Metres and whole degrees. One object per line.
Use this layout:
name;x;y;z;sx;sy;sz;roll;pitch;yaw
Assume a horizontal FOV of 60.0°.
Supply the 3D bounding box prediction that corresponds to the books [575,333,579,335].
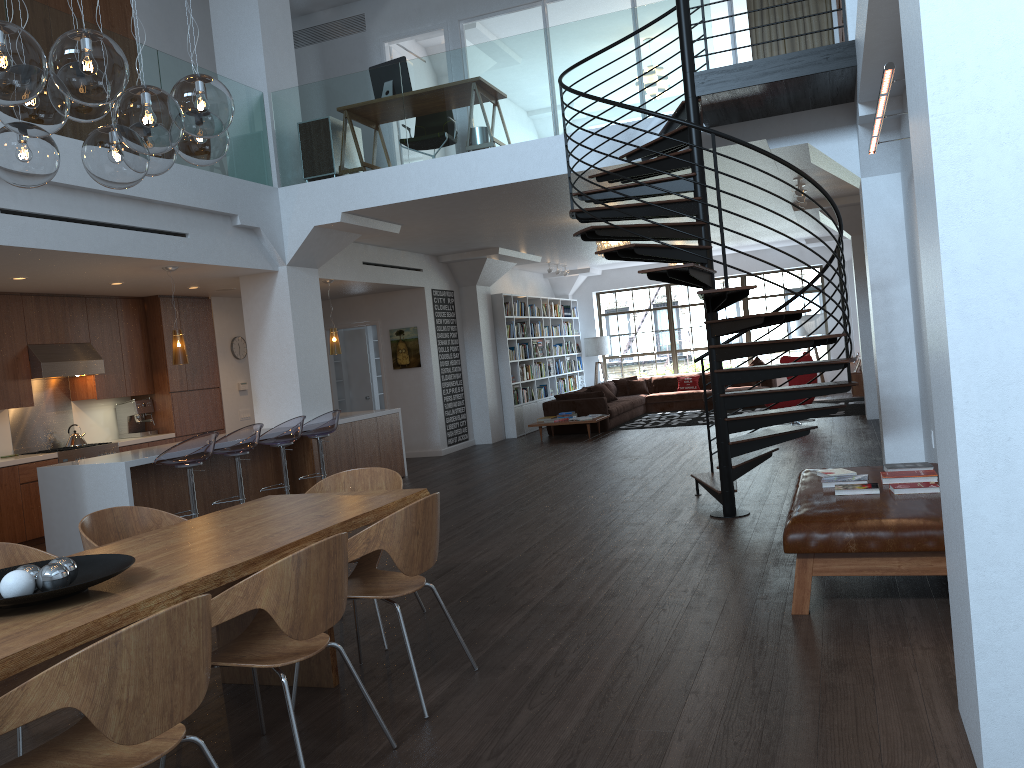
books;1.246;-1.041;18.747;0.197;0.035;0.284;-7;2;-40

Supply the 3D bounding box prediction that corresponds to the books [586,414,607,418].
books;1.327;0.503;14.076;0.350;0.035;0.256;-8;3;-44

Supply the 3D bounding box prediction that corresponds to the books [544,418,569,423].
books;0.692;0.571;13.956;0.340;0.035;0.236;-8;3;-45

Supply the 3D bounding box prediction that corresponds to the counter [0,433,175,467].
counter;-5.018;0.771;8.541;0.600;0.050;4.387;-5;2;20

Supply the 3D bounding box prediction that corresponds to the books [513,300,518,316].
books;0.020;-1.310;15.439;0.176;0.293;0.125;-5;2;20

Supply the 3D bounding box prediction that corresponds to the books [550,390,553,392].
books;0.640;0.137;16.957;0.254;0.032;0.174;-5;2;25

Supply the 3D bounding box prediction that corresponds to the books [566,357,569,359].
books;1.035;-0.519;18.001;0.224;0.030;0.161;-5;2;30

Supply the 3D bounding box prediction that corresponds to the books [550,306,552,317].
books;0.691;-1.395;17.230;0.144;0.207;0.048;-5;2;20

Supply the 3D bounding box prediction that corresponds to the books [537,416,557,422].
books;0.578;0.564;14.363;0.241;0.045;0.334;-5;2;22

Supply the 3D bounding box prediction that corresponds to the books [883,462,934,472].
books;2.366;0.504;5.297;0.254;0.044;0.183;-5;2;15

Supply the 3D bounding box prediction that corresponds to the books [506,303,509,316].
books;-0.125;-1.249;15.008;0.161;0.222;0.084;-5;2;20

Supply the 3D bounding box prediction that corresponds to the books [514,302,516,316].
books;-0.024;-1.281;15.307;0.170;0.251;0.118;-5;2;20

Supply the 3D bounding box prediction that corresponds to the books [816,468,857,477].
books;1.973;0.546;5.400;0.161;0.031;0.223;-6;2;-2

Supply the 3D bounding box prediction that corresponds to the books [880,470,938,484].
books;2.238;0.525;5.004;0.283;0.043;0.197;-5;2;20

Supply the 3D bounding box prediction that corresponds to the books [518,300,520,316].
books;0.038;-1.313;15.499;0.197;0.290;0.136;-5;2;20

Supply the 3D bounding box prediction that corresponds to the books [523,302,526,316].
books;0.151;-1.316;15.770;0.182;0.255;0.077;-5;2;20

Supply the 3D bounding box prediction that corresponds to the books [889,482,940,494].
books;2.128;0.550;4.693;0.224;0.036;0.161;-5;2;15

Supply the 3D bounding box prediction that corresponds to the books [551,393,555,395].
books;0.650;0.204;16.955;0.284;0.035;0.197;-5;2;20

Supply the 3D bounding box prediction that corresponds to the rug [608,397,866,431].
rug;3.965;0.495;15.047;4.200;0.007;3.100;-5;2;22

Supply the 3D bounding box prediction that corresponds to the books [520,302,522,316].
books;0.091;-1.302;15.591;0.182;0.253;0.098;-5;2;20

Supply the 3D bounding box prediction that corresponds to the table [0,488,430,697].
table;-1.505;1.065;2.904;1.012;0.750;3.803;-5;2;20

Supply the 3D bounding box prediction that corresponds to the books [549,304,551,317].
books;0.645;-1.407;17.143;0.189;0.247;0.057;-5;2;20

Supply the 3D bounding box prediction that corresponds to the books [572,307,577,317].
books;1.299;-1.522;18.892;0.140;0.231;0.042;-5;2;20

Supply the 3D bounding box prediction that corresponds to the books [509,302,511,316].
books;-0.107;-1.268;15.079;0.170;0.251;0.118;-5;2;20

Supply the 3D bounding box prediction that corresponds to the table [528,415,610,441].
table;0.919;0.701;14.013;1.100;0.271;0.853;-5;2;20

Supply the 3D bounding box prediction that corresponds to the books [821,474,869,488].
books;1.910;0.557;5.083;0.247;0.040;0.185;-5;2;23

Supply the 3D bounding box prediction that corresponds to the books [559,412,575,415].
books;0.889;0.471;14.308;0.224;0.027;0.157;-5;2;25

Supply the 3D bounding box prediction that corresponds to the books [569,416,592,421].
books;1.064;0.537;13.807;0.231;0.040;0.342;-7;2;-30

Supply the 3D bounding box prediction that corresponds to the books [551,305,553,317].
books;0.708;-1.419;17.318;0.171;0.246;0.057;-5;2;20

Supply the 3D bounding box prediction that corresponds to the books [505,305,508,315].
books;-0.168;-1.234;14.919;0.167;0.210;0.162;-5;2;20

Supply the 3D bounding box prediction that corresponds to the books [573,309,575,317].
books;1.253;-1.486;18.743;0.128;0.178;0.021;-5;2;20

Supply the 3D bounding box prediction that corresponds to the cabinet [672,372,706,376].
cabinet;4.083;0.070;18.187;1.520;0.625;0.350;-5;2;20

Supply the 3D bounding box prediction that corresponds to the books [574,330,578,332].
books;1.239;-1.108;18.739;0.174;0.032;0.254;-7;2;-35

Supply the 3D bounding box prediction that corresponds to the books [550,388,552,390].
books;0.641;0.109;16.953;0.204;0.025;0.144;-5;2;20

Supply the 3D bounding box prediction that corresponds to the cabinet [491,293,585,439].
cabinet;0.518;-0.431;16.902;0.461;2.414;4.500;-5;2;20

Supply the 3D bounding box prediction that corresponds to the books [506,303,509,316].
books;-0.139;-1.244;14.976;0.161;0.218;0.101;-5;2;20

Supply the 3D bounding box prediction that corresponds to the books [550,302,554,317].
books;0.732;-1.446;17.396;0.176;0.290;0.053;-5;2;20

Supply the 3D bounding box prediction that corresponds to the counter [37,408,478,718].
counter;-2.265;0.943;7.284;3.039;0.860;8.182;-6;2;-9

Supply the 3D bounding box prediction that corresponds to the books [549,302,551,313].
books;0.676;-1.437;17.183;0.140;0.298;0.044;-5;2;20

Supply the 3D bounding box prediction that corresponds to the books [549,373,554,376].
books;0.656;-0.168;16.959;0.246;0.038;0.171;-5;2;20

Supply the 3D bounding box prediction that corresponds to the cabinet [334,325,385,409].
cabinet;-2.686;-0.343;15.184;0.527;2.991;2.630;-5;2;20

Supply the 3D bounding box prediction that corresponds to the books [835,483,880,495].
books;1.873;0.571;4.815;0.224;0.032;0.161;-5;2;20

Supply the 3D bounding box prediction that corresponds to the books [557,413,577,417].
books;0.889;0.502;14.312;0.279;0.035;0.191;-5;2;30

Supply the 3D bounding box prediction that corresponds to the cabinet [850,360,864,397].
cabinet;5.928;-0.149;14.942;0.459;0.350;4.501;-5;2;20

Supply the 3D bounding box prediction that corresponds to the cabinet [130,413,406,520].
cabinet;-2.560;0.935;9.125;0.898;0.796;4.493;-5;2;20

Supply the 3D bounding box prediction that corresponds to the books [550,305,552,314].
books;0.690;-1.413;17.276;0.159;0.241;0.038;-5;2;20

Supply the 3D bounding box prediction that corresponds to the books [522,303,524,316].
books;0.118;-1.304;15.674;0.174;0.243;0.085;-5;2;20

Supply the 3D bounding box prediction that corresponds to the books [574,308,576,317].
books;1.274;-1.499;18.815;0.136;0.196;0.045;-5;2;20

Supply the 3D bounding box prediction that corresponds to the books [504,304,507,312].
books;-0.191;-1.232;14.831;0.182;0.215;0.188;-5;2;20

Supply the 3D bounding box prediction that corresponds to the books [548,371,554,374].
books;0.651;-0.206;16.961;0.251;0.037;0.160;-5;2;25

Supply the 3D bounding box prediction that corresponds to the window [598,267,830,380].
window;4.142;-1.222;18.657;4.648;1.905;0.114;-5;2;20

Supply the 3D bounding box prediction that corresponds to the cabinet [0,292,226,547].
cabinet;-4.903;0.328;8.956;0.598;2.499;5.299;-5;2;20

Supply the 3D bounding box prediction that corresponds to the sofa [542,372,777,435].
sofa;2.841;0.246;15.985;3.481;0.664;4.197;-5;2;20

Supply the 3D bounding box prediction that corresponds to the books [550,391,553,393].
books;0.647;0.170;16.954;0.284;0.033;0.197;-6;2;5

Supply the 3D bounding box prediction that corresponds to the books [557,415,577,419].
books;0.895;0.538;14.308;0.312;0.037;0.216;-5;2;10
